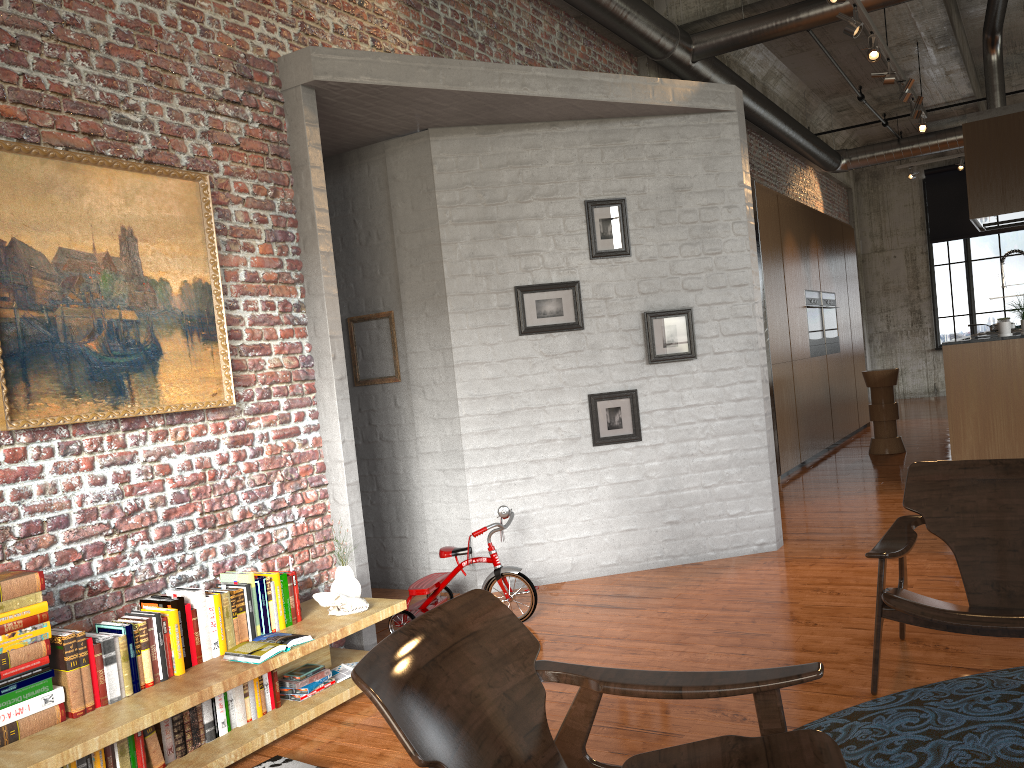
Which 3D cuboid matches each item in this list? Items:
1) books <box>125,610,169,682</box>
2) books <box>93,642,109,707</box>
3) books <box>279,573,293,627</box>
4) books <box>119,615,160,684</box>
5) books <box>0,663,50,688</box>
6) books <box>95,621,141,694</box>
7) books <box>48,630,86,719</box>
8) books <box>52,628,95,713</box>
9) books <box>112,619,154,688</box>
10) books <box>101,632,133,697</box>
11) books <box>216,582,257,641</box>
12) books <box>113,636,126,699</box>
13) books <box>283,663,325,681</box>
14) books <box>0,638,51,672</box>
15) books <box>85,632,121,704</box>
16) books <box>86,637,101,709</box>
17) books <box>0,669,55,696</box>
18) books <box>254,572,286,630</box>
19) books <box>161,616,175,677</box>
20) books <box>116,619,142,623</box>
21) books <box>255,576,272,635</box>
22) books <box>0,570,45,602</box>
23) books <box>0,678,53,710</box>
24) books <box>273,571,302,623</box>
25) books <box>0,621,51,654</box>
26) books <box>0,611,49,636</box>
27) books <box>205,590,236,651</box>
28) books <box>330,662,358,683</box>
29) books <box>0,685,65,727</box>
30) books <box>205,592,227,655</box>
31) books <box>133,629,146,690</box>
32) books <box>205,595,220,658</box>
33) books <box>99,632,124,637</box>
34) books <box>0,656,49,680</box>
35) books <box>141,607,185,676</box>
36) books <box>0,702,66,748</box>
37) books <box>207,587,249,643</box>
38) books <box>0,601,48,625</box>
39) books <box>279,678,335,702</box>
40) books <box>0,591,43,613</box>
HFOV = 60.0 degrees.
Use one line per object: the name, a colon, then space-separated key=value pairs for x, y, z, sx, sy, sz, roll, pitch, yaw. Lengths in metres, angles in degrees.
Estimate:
books: x=-1.413 y=1.011 z=3.427 sx=0.180 sy=0.260 sz=0.034 roll=-5 pitch=3 yaw=31
books: x=-1.532 y=1.045 z=3.206 sx=0.161 sy=0.224 sz=0.026 roll=-5 pitch=3 yaw=31
books: x=-1.091 y=0.983 z=4.036 sx=0.175 sy=0.240 sz=0.045 roll=-5 pitch=3 yaw=31
books: x=-1.427 y=1.018 z=3.398 sx=0.160 sy=0.251 sz=0.032 roll=-5 pitch=3 yaw=31
books: x=-1.703 y=0.978 z=2.970 sx=0.161 sy=0.027 sz=0.223 roll=-5 pitch=1 yaw=31
books: x=-1.476 y=1.022 z=3.319 sx=0.183 sy=0.254 sz=0.034 roll=-5 pitch=3 yaw=31
books: x=-1.589 y=1.018 z=3.119 sx=0.176 sy=0.291 sz=0.044 roll=-5 pitch=3 yaw=31
books: x=-1.581 y=1.020 z=3.164 sx=0.198 sy=0.285 sz=0.040 roll=-5 pitch=3 yaw=31
books: x=-1.441 y=1.022 z=3.369 sx=0.171 sy=0.247 sz=0.032 roll=-5 pitch=3 yaw=31
books: x=-1.478 y=1.038 z=3.286 sx=0.161 sy=0.224 sz=0.026 roll=-5 pitch=3 yaw=31
books: x=-1.194 y=0.989 z=3.841 sx=0.183 sy=0.254 sz=0.034 roll=-5 pitch=3 yaw=31
books: x=-1.499 y=1.041 z=3.269 sx=0.161 sy=0.224 sz=0.027 roll=-5 pitch=3 yaw=31
books: x=-0.919 y=1.273 z=3.915 sx=0.108 sy=0.019 sz=0.154 roll=-5 pitch=1 yaw=31
books: x=-1.712 y=0.911 z=2.967 sx=0.171 sy=0.057 sz=0.246 roll=-5 pitch=1 yaw=31
books: x=-1.514 y=1.034 z=3.235 sx=0.175 sy=0.240 sz=0.045 roll=-5 pitch=3 yaw=31
books: x=-1.555 y=1.034 z=3.188 sx=0.160 sy=0.251 sz=0.026 roll=-5 pitch=3 yaw=31
books: x=-1.700 y=1.004 z=2.970 sx=0.160 sy=0.026 sz=0.250 roll=-5 pitch=1 yaw=31
books: x=-1.112 y=0.979 z=4.002 sx=0.183 sy=0.254 sz=0.034 roll=-5 pitch=3 yaw=31
books: x=-1.403 y=1.024 z=3.464 sx=0.168 sy=0.231 sz=0.037 roll=-5 pitch=3 yaw=31
books: x=-1.441 y=1.019 z=3.368 sx=0.165 sy=0.240 sz=0.031 roll=-5 pitch=3 yaw=31
books: x=-1.158 y=0.982 z=3.916 sx=0.180 sy=0.260 sz=0.060 roll=-5 pitch=3 yaw=31
books: x=-1.744 y=0.687 z=2.965 sx=0.198 sy=0.066 sz=0.259 roll=-5 pitch=1 yaw=31
books: x=-1.706 y=1.040 z=2.971 sx=0.175 sy=0.045 sz=0.239 roll=-5 pitch=1 yaw=31
books: x=-1.057 y=0.983 z=4.094 sx=0.168 sy=0.231 sz=0.037 roll=-5 pitch=3 yaw=31
books: x=-1.719 y=0.853 z=2.966 sx=0.180 sy=0.060 sz=0.259 roll=-5 pitch=1 yaw=31
books: x=-1.722 y=0.806 z=2.960 sx=0.183 sy=0.034 sz=0.253 roll=-5 pitch=1 yaw=31
books: x=-1.257 y=1.001 z=3.745 sx=0.171 sy=0.246 sz=0.057 roll=-5 pitch=3 yaw=31
books: x=-0.749 y=1.328 z=4.122 sx=0.230 sy=0.023 sz=0.169 roll=-7 pitch=1 yaw=-38
books: x=-1.694 y=1.087 z=2.981 sx=0.176 sy=0.053 sz=0.290 roll=-5 pitch=1 yaw=31
books: x=-1.278 y=1.000 z=3.705 sx=0.183 sy=0.254 sz=0.034 roll=-5 pitch=3 yaw=31
books: x=-1.457 y=1.035 z=3.345 sx=0.161 sy=0.224 sz=0.027 roll=-5 pitch=3 yaw=31
books: x=-1.299 y=1.003 z=3.678 sx=0.183 sy=0.254 sz=0.034 roll=-5 pitch=3 yaw=31
books: x=-1.478 y=1.038 z=3.286 sx=0.159 sy=0.224 sz=0.024 roll=-5 pitch=3 yaw=31
books: x=-1.703 y=0.952 z=2.966 sx=0.161 sy=0.026 sz=0.223 roll=-5 pitch=1 yaw=31
books: x=-1.371 y=1.009 z=3.484 sx=0.183 sy=0.254 sz=0.034 roll=-5 pitch=3 yaw=31
books: x=-1.696 y=1.147 z=2.987 sx=0.198 sy=0.066 sz=0.284 roll=-5 pitch=1 yaw=31
books: x=-1.222 y=0.999 z=3.814 sx=0.175 sy=0.240 sz=0.045 roll=-5 pitch=3 yaw=31
books: x=-1.722 y=0.772 z=2.956 sx=0.183 sy=0.034 sz=0.253 roll=-5 pitch=1 yaw=31
books: x=-0.910 y=1.344 z=3.917 sx=0.149 sy=0.026 sz=0.214 roll=-5 pitch=1 yaw=31
books: x=-1.732 y=0.737 z=2.967 sx=0.168 sy=0.037 sz=0.230 roll=-5 pitch=1 yaw=31
